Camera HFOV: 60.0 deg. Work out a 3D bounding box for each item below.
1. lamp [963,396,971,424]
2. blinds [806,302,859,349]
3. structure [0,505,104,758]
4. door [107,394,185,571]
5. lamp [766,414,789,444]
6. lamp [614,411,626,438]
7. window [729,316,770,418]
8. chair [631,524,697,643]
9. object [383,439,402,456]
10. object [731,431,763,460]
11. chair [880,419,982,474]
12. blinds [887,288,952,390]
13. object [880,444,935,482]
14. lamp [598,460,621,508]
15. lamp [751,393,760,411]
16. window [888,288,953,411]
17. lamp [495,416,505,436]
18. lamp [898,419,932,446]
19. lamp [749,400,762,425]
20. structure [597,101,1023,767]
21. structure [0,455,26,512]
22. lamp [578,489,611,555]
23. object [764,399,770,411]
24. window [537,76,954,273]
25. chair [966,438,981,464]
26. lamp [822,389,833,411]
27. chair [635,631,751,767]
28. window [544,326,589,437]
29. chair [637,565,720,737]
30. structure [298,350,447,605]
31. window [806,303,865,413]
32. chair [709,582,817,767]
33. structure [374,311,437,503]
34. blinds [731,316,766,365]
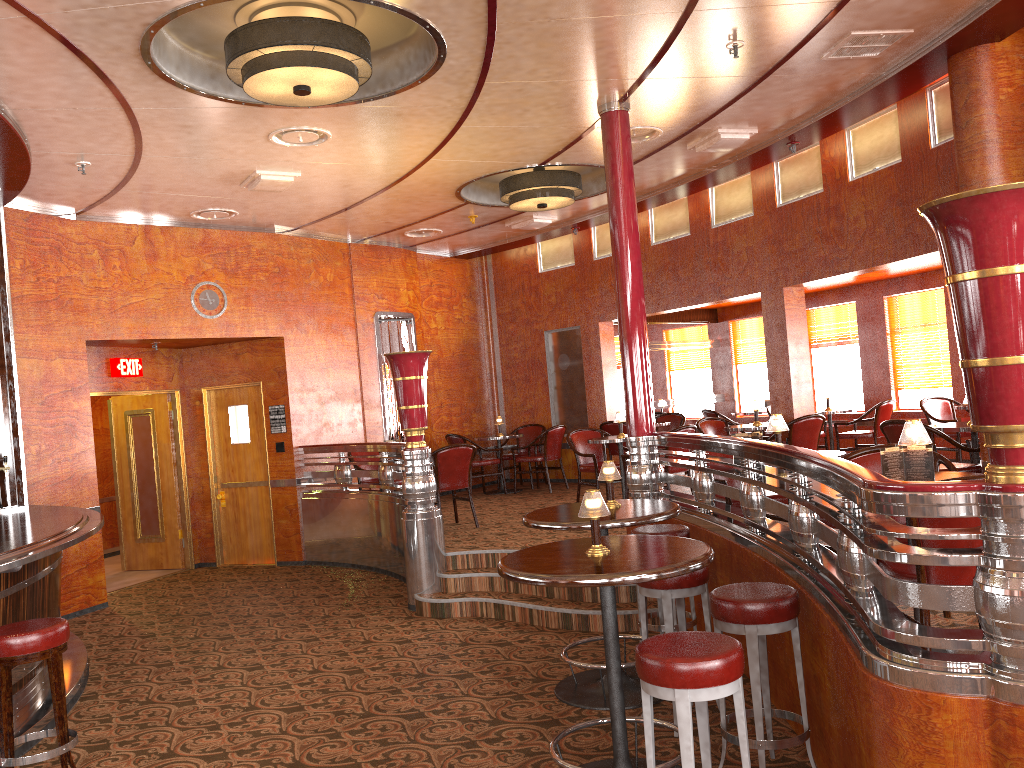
[{"bbox_3d":[3.382,0.167,6.503,0.130,0.250,0.130,-5,0,-22],"label":"lamp"},{"bbox_3d":[4.234,-0.763,11.725,0.057,0.539,0.804,-5,0,-33],"label":"blinds"},{"bbox_3d":[-4.111,1.484,3.446,3.208,1.047,7.808,-5,-1,21],"label":"structure"},{"bbox_3d":[-4.122,1.100,9.995,0.808,1.983,0.063,-5,0,15],"label":"door"},{"bbox_3d":[1.571,0.303,5.238,0.130,0.250,0.130,-5,0,-22],"label":"lamp"},{"bbox_3d":[1.062,0.395,8.694,0.130,0.250,0.130,-5,0,-22],"label":"lamp"},{"bbox_3d":[3.562,-0.249,12.760,0.150,1.436,0.839,-5,0,-39],"label":"window"},{"bbox_3d":[0.905,1.230,5.247,0.350,0.755,0.350,-5,0,37],"label":"chair"},{"bbox_3d":[-1.157,0.634,8.876,0.195,0.156,0.169,-5,0,16],"label":"object"},{"bbox_3d":[1.410,0.362,5.170,0.195,0.156,0.169,-5,0,-9],"label":"object"},{"bbox_3d":[3.012,0.634,6.343,0.615,0.817,0.588,-5,0,-19],"label":"chair"},{"bbox_3d":[4.893,-0.516,10.642,0.050,1.173,0.804,-5,0,-28],"label":"blinds"},{"bbox_3d":[1.545,0.327,3.543,0.169,0.156,0.195,-5,-1,-19],"label":"object"},{"bbox_3d":[0.536,0.546,4.849,0.130,0.250,0.130,-5,0,32],"label":"lamp"},{"bbox_3d":[3.370,0.250,12.255,0.130,0.250,0.130,-5,0,14],"label":"lamp"},{"bbox_3d":[4.943,-0.396,10.663,0.040,1.420,0.820,-5,0,-28],"label":"window"},{"bbox_3d":[-0.157,0.537,11.339,0.130,0.250,0.130,-5,0,-22],"label":"lamp"},{"bbox_3d":[1.665,0.272,3.658,0.130,0.250,0.130,-5,0,32],"label":"lamp"},{"bbox_3d":[2.418,0.281,8.782,0.130,0.250,0.130,-5,0,-13],"label":"lamp"},{"bbox_3d":[1.066,-0.227,4.326,0.549,3.605,4.354,-5,0,-5],"label":"structure"},{"bbox_3d":[-4.108,0.783,7.010,0.281,0.540,0.360,-5,0,41],"label":"structure"},{"bbox_3d":[0.328,0.544,3.508,0.130,0.250,0.130,-5,0,41],"label":"lamp"},{"bbox_3d":[3.522,0.281,12.048,0.169,0.156,0.195,-5,-1,13],"label":"object"},{"bbox_3d":[2.481,-2.001,6.422,1.956,0.480,11.951,-5,-1,-12],"label":"window"},{"bbox_3d":[3.853,0.567,6.637,0.615,0.817,0.588,-5,0,-14],"label":"chair"},{"bbox_3d":[3.786,0.192,10.630,0.130,0.250,0.130,-5,0,-22],"label":"lamp"},{"bbox_3d":[0.604,1.221,2.886,0.350,0.755,0.350,-5,0,-20],"label":"chair"},{"bbox_3d":[0.823,-0.027,11.841,0.257,1.440,0.807,-5,0,-44],"label":"window"},{"bbox_3d":[0.788,1.225,4.219,0.350,0.755,0.350,-5,0,-28],"label":"chair"},{"bbox_3d":[-1.311,0.826,8.326,0.623,2.024,3.170,-5,-1,-29],"label":"structure"},{"bbox_3d":[4.309,-0.327,11.749,0.040,1.420,0.820,-5,0,-33],"label":"window"},{"bbox_3d":[0.990,1.198,3.528,0.350,0.755,0.350,-5,0,-28],"label":"chair"},{"bbox_3d":[-1.309,0.294,10.798,0.557,2.354,0.811,-5,0,42],"label":"structure"},{"bbox_3d":[3.508,-0.625,12.742,0.050,0.661,0.804,-5,0,-39],"label":"blinds"}]
